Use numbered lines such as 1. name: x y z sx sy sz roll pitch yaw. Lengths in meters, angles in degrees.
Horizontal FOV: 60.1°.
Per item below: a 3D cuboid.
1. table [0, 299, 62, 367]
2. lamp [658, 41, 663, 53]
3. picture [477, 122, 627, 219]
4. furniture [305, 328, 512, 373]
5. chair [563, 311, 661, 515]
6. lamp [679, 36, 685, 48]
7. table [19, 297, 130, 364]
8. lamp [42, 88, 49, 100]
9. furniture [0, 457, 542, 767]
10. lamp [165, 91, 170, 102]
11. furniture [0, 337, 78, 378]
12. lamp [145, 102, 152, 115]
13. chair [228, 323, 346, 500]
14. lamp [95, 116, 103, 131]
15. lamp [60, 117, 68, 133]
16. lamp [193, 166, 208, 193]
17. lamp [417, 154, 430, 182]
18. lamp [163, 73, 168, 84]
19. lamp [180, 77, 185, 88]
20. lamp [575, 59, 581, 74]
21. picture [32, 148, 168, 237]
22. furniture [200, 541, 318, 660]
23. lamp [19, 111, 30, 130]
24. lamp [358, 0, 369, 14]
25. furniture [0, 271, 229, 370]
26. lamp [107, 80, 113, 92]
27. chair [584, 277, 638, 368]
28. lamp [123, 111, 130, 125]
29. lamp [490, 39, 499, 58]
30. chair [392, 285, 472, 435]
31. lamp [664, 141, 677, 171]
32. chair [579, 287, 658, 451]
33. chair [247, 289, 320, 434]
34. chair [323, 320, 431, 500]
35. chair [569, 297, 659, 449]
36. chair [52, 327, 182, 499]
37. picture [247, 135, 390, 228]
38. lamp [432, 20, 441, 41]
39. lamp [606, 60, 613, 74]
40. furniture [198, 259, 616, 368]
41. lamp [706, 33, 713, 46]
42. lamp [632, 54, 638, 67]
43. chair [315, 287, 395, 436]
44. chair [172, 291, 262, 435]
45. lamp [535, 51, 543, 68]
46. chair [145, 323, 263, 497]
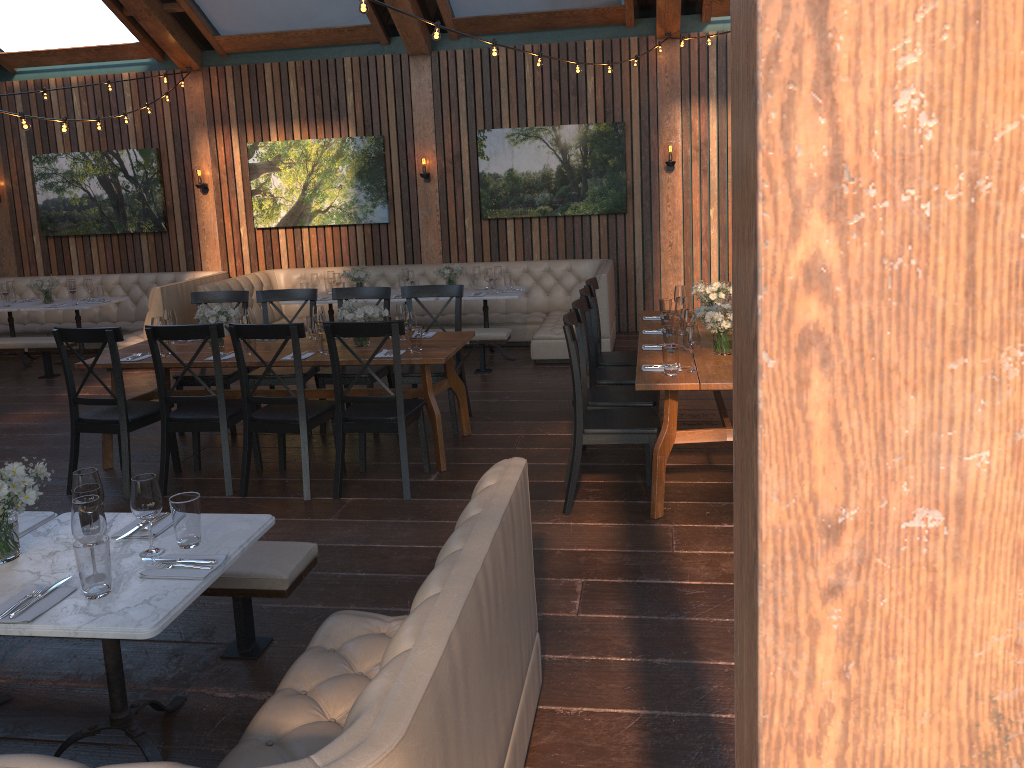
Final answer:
1. table: -5.526 -0.548 9.794 0.798 0.665 0.808 -1 12 9
2. lamp: 1.551 -3.525 9.260 0.065 0.117 0.057 -9 12 -30
3. picture: 0.446 -2.378 9.894 1.649 0.988 0.066 -1 9 9
4. furniture: -1.161 -0.304 8.445 2.327 0.395 0.316 -1 11 9
5. chair: 0.528 0.136 4.802 0.539 1.009 0.483 -2 10 4
6. lamp: 1.731 -3.479 8.999 0.056 0.119 0.057 -8 11 -29
7. table: -4.720 -0.556 9.665 0.798 0.665 0.808 -1 12 8
8. lamp: -4.638 -2.879 8.787 0.056 0.117 0.064 -2 10 3
9. furniture: -2.092 0.870 2.473 4.156 0.850 1.731 -1 12 9
10. lamp: -3.630 -3.025 9.314 0.056 0.118 0.061 3 12 31
11. furniture: -5.622 -0.261 9.161 2.327 0.395 0.316 -1 11 9
12. lamp: -3.543 -2.682 8.616 0.056 0.115 0.072 3 12 31
13. chair: -1.340 0.107 5.305 0.477 1.009 0.546 0 10 15
14. lamp: -3.353 -2.114 7.179 0.056 0.120 0.057 -3 10 -3
15. lamp: -3.265 -1.886 6.441 0.056 0.119 0.057 3 11 28
16. lamp: -3.692 -2.426 10.485 0.146 0.317 0.180 -1 10 9
17. lamp: -0.993 -2.452 10.052 0.146 0.317 0.180 -1 10 9
18. lamp: -3.935 -3.470 10.036 0.056 0.120 0.057 3 11 30
19. lamp: -3.721 -3.403 9.991 0.056 0.117 0.063 -4 10 -7
20. lamp: 0.547 -2.638 7.353 0.056 0.120 0.057 6 13 42
21. picture: -5.019 -2.322 10.758 1.649 0.988 0.066 -1 9 9
22. furniture: -1.927 0.847 3.562 2.327 0.395 0.316 -1 11 9
23. lamp: -3.142 -1.696 5.705 0.056 0.119 0.057 0 10 15
24. lamp: -0.783 -2.008 4.650 0.056 0.120 0.057 2 11 23
25. furniture: -5.461 -0.741 10.207 4.156 0.850 1.731 -1 12 9
26. lamp: -4.280 -3.174 9.415 0.057 0.119 0.057 -10 13 -37
27. chair: 0.785 -0.251 6.440 0.539 1.009 0.483 -1 10 9
28. lamp: -3.450 -2.379 7.904 0.056 0.119 0.057 5 12 36
29. lamp: -0.121 -2.281 6.014 0.056 0.120 0.057 -7 11 -22
30. chair: -0.594 -0.189 6.451 0.477 1.009 0.546 -1 10 9
31. lamp: 1.722 -2.478 9.617 0.146 0.317 0.180 -1 10 9
32. chair: 0.699 -0.122 5.894 0.539 1.009 0.483 -2 10 4
33. chair: -1.699 -0.178 6.628 0.477 1.009 0.546 -2 10 4
34. chair: -0.786 0.100 5.222 0.477 1.009 0.546 -1 10 9
35. chair: 0.613 0.007 5.348 0.539 1.009 0.483 -1 10 9
36. chair: -2.441 0.118 5.479 0.477 1.009 0.545 0 10 17
37. picture: -2.263 -2.350 10.322 1.649 0.988 0.066 -1 9 9
38. lamp: -0.457 -2.130 5.329 0.056 0.118 0.057 -2 10 3
39. lamp: 0.883 -2.867 8.014 0.056 0.120 0.057 2 11 25
40. furniture: -0.996 -0.784 9.491 4.156 0.850 1.731 -1 12 9
41. lamp: 1.847 -3.219 8.274 0.056 0.118 0.061 2 11 25
42. lamp: 1.211 -3.160 8.656 0.066 0.116 0.057 5 13 38
43. chair: -1.147 -0.184 6.539 0.477 1.009 0.546 0 10 14
44. chair: -2.253 -0.173 6.717 0.477 1.009 0.546 -1 10 9
45. lamp: 0.202 -2.452 6.688 0.059 0.118 0.057 -5 10 -11
46. chair: -1.876 0.106 5.417 0.477 1.009 0.546 -2 10 6
